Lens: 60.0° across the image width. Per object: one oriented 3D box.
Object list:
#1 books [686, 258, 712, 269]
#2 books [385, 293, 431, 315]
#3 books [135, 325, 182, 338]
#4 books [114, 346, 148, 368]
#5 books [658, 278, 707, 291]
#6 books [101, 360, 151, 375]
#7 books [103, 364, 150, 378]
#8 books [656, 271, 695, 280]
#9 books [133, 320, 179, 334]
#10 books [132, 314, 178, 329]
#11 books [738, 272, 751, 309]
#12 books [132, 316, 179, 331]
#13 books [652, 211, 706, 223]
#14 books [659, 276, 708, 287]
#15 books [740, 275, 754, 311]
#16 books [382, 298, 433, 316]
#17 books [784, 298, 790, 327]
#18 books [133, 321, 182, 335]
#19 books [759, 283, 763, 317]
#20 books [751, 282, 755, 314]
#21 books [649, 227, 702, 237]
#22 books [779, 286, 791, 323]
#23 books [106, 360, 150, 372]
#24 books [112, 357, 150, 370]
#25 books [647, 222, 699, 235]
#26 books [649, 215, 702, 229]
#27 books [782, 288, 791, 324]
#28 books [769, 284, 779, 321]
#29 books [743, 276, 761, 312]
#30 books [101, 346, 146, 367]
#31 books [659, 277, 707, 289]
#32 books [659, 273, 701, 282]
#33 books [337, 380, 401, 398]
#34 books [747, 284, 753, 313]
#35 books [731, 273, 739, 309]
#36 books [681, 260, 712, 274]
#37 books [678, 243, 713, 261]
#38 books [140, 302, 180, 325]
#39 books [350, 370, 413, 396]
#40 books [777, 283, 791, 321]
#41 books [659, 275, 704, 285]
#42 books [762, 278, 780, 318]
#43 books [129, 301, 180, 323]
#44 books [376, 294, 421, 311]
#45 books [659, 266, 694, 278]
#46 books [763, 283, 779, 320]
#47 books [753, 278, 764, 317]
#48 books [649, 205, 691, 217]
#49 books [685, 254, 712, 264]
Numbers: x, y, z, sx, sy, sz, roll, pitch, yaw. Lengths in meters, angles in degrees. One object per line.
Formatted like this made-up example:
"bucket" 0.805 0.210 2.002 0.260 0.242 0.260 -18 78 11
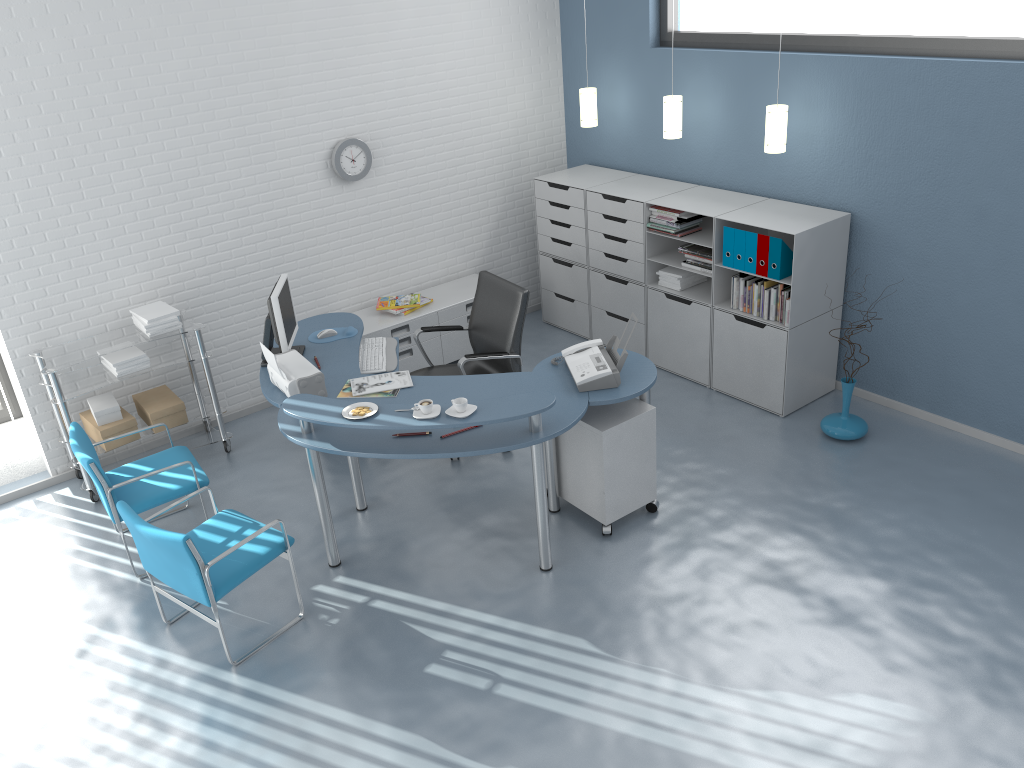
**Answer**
"books" 1.256 -0.777 5.592 0.212 0.023 0.224 -22 31 -32
"books" -0.749 -0.561 6.189 0.300 0.020 0.210 -26 33 -36
"books" -2.069 -0.341 5.189 0.190 0.015 0.270 -22 31 -32
"books" -2.245 -0.170 5.135 0.190 0.015 0.270 -22 31 -30
"books" 1.141 -0.684 5.922 0.270 0.015 0.190 -22 31 -32
"books" -2.243 -0.126 5.148 0.190 0.015 0.270 -25 32 -35
"books" -2.242 -0.112 5.155 0.190 0.015 0.270 -23 31 -33
"books" 1.121 -0.752 5.893 0.270 0.015 0.190 -22 31 -32
"books" -2.076 -0.364 5.169 0.190 0.015 0.270 -21 30 -30
"books" -2.076 -0.391 5.156 0.190 0.015 0.270 -21 30 -29
"books" 1.437 -0.584 5.421 0.138 0.229 0.032 -22 31 -32
"books" -2.080 -0.380 5.167 0.190 0.015 0.270 -22 31 -32
"books" 1.071 -1.097 5.696 0.187 0.034 0.298 -22 31 -32
"books" 1.146 -0.710 5.905 0.270 0.015 0.190 -21 30 -30
"books" 1.448 -0.559 5.404 0.157 0.198 0.022 -22 31 -32
"books" -0.730 -0.555 6.218 0.210 0.020 0.300 14 32 34
"books" 1.651 -0.434 5.153 0.178 0.163 0.032 -22 31 -32
"books" -2.070 -0.354 5.182 0.190 0.015 0.270 -24 32 -34
"books" 1.535 -0.518 5.299 0.155 0.203 0.017 -22 31 -32
"books" 1.501 -0.534 5.349 0.146 0.193 0.032 -22 31 -32
"books" 1.060 -1.004 5.748 0.209 0.019 0.265 -22 31 -32
"books" 1.623 -0.471 5.194 0.157 0.198 0.022 -22 31 -32
"books" -2.240 -0.143 5.148 0.190 0.015 0.270 -22 31 -31
"books" -2.238 -0.154 5.137 0.190 0.015 0.270 -23 31 -33
"books" 1.041 -1.028 5.740 0.234 0.034 0.240 -22 31 -32
"books" 1.054 -1.063 5.719 0.212 0.044 0.265 -22 31 -32
"books" 1.639 -0.465 5.173 0.157 0.203 0.032 -22 31 -32
"books" 1.584 -0.493 5.239 0.157 0.203 0.040 -22 31 -32
"books" 1.464 -0.553 5.383 0.157 0.203 0.032 -22 31 -32
"books" -2.250 -0.173 5.110 0.190 0.015 0.270 -24 32 -34
"books" 1.140 -0.698 5.916 0.270 0.015 0.190 -24 32 -34
"books" 1.144 -0.737 5.894 0.270 0.015 0.190 -21 30 -29
"books" -0.701 0.021 4.424 0.300 0.005 0.200 -1 26 8
"books" 1.481 -0.531 5.370 0.157 0.172 0.021 -22 31 -32
"books" 1.409 -0.580 5.448 0.157 0.203 0.040 -22 31 -32
"books" 1.246 -0.758 5.619 0.212 0.034 0.265 -22 31 -32
"books" 1.228 -0.844 5.580 0.224 0.041 0.283 -22 31 -32
"books" -2.072 -0.414 5.168 0.190 0.015 0.270 -22 31 -32
"books" -0.657 -0.005 4.464 0.300 0.010 0.200 -10 26 -10
"books" 1.612 -0.496 5.212 0.138 0.229 0.032 -22 31 -32
"books" 1.140 -0.721 5.896 0.270 0.015 0.190 -22 31 -32
"books" 1.544 -0.532 5.275 0.157 0.247 0.021 -22 31 -32
"books" -2.076 -0.422 5.149 0.190 0.015 0.270 -25 33 -36
"books" -0.785 -0.570 6.167 0.300 0.020 0.210 -5 26 -1
"books" 1.134 -0.765 5.883 0.270 0.015 0.190 -25 33 -36
"books" 1.556 -0.492 5.265 0.173 0.184 0.032 -22 31 -32
"books" 1.513 -0.531 5.313 0.166 0.217 0.038 -22 31 -32
"books" 1.047 -1.125 5.691 0.212 0.024 0.258 -22 31 -32
"books" 1.251 -0.810 5.593 0.197 0.034 0.251 -22 31 -32
